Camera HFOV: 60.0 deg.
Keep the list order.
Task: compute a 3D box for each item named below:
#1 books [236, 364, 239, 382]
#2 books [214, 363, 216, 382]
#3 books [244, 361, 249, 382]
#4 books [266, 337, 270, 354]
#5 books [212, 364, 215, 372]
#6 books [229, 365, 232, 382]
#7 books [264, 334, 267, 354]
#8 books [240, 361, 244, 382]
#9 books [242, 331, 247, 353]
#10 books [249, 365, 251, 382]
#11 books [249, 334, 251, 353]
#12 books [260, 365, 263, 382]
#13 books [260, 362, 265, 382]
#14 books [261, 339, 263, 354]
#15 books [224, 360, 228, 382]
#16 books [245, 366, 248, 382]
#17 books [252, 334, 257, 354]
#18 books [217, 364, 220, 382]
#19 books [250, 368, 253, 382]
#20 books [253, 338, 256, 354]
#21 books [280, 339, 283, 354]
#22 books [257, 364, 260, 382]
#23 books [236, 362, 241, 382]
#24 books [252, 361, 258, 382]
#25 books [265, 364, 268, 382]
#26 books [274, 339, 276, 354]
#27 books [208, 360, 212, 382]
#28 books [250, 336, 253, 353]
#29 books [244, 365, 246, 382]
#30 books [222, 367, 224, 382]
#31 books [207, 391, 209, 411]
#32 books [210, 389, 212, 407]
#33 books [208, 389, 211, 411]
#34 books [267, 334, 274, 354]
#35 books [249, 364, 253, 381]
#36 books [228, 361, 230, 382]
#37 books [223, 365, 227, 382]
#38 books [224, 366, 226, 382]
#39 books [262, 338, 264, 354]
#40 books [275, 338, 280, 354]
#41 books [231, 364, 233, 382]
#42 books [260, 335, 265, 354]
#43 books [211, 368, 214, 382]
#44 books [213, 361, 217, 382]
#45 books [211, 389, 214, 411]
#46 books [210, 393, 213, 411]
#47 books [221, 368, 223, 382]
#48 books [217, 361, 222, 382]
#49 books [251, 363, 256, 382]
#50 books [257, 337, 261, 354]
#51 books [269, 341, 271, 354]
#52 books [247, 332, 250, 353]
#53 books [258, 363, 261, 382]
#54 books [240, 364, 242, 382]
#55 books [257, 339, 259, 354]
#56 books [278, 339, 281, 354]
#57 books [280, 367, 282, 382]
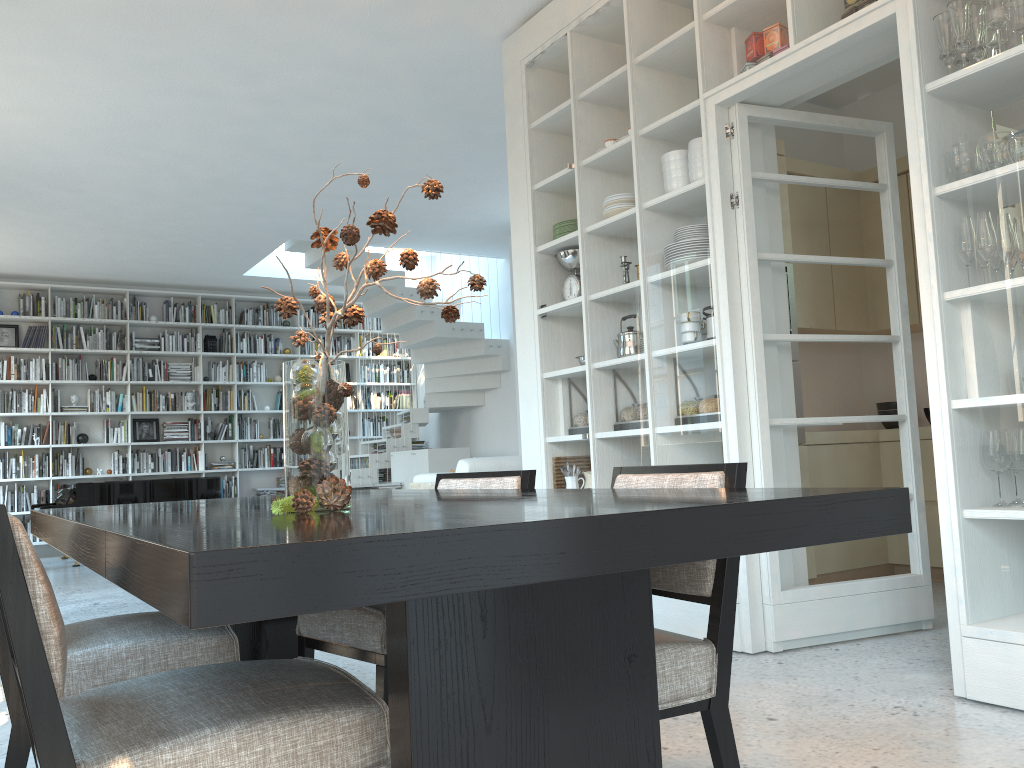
[{"bbox_3d":[-3.567,-0.125,11.478,0.030,0.242,0.138,0,-5,-32],"label":"books"},{"bbox_3d":[-3.805,-0.131,11.318,0.028,0.249,0.164,0,-5,-32],"label":"books"},{"bbox_3d":[-3.447,-0.146,11.520,0.014,0.280,0.177,0,-5,-32],"label":"books"},{"bbox_3d":[-3.241,-0.488,11.694,0.030,0.237,0.186,0,-5,-32],"label":"books"},{"bbox_3d":[-3.822,-0.127,11.313,0.024,0.242,0.159,0,-5,-32],"label":"books"},{"bbox_3d":[-3.638,-0.122,11.395,0.028,0.229,0.177,0,-5,-32],"label":"books"},{"bbox_3d":[-3.269,-0.509,11.700,0.012,0.285,0.159,0,-5,-32],"label":"books"},{"bbox_3d":[-3.512,-0.145,11.524,0.014,0.283,0.135,0,-5,-32],"label":"books"},{"bbox_3d":[-3.481,-0.523,11.551,0.014,0.306,0.152,0,-5,-32],"label":"books"},{"bbox_3d":[-3.434,-0.124,11.533,0.022,0.237,0.164,0,-5,-32],"label":"books"},{"bbox_3d":[-3.445,-0.506,11.596,0.012,0.276,0.133,0,-5,-32],"label":"books"},{"bbox_3d":[-3.298,-0.120,11.625,0.021,0.232,0.183,0,-5,-32],"label":"books"},{"bbox_3d":[-3.274,-0.141,11.629,0.024,0.272,0.169,0,-5,-32],"label":"books"},{"bbox_3d":[-3.302,-0.475,11.642,0.021,0.209,0.181,0,-5,-32],"label":"books"},{"bbox_3d":[-3.677,-0.152,11.396,0.028,0.293,0.154,0,-5,-32],"label":"books"},{"bbox_3d":[-3.473,-0.112,11.523,0.026,0.215,0.161,0,-5,-32],"label":"books"},{"bbox_3d":[-3.374,-0.510,11.635,0.013,0.284,0.154,0,-5,-32],"label":"books"},{"bbox_3d":[-3.767,-0.125,11.335,0.023,0.236,0.178,0,-5,-32],"label":"books"},{"bbox_3d":[-3.417,-0.102,11.551,0.025,0.194,0.171,0,-6,-32],"label":"books"},{"bbox_3d":[-3.391,-0.479,11.625,0.028,0.223,0.142,0,-5,-32],"label":"books"},{"bbox_3d":[-3.092,-0.480,11.811,0.026,0.229,0.140,0,-5,-32],"label":"books"},{"bbox_3d":[-3.336,-0.127,11.596,0.025,0.244,0.183,0,-5,-32],"label":"books"},{"bbox_3d":[-3.547,-0.144,11.487,0.014,0.278,0.154,0,-5,-32],"label":"books"},{"bbox_3d":[-3.367,-0.151,11.597,0.027,0.295,0.159,0,-5,-32],"label":"books"},{"bbox_3d":[-3.253,-0.129,11.668,0.034,0.254,0.161,0,-5,-32],"label":"books"},{"bbox_3d":[-3.170,-0.474,11.743,0.030,0.212,0.157,0,-5,-32],"label":"books"},{"bbox_3d":[-3.851,-0.149,11.299,0.018,0.285,0.159,0,-5,-32],"label":"books"},{"bbox_3d":[-3.415,-0.491,11.585,0.027,0.241,0.160,0,-5,-32],"label":"books"},{"bbox_3d":[-3.489,-0.123,11.512,0.013,0.236,0.157,0,-5,-32],"label":"books"},{"bbox_3d":[-3.718,-0.105,11.354,0.027,0.196,0.185,0,-6,-32],"label":"books"},{"bbox_3d":[-3.867,0.213,11.244,0.035,0.293,0.145,0,-5,-32],"label":"books"},{"bbox_3d":[-3.846,0.213,11.257,0.035,0.293,0.145,0,-5,-32],"label":"books"},{"bbox_3d":[-3.849,0.212,11.238,0.035,0.293,0.145,0,-5,-32],"label":"books"},{"bbox_3d":[-3.189,-0.512,11.718,0.029,0.285,0.183,0,-5,-32],"label":"books"},{"bbox_3d":[-3.407,-0.132,11.568,0.011,0.256,0.131,0,-5,-32],"label":"books"},{"bbox_3d":[-3.662,-0.144,11.402,0.025,0.277,0.173,0,-5,-32],"label":"books"},{"bbox_3d":[-3.689,-0.123,11.383,0.024,0.233,0.150,0,-5,-32],"label":"books"},{"bbox_3d":[-3.701,-0.112,11.366,0.029,0.211,0.158,0,-5,-32],"label":"books"},{"bbox_3d":[-3.297,-0.480,11.663,0.011,0.222,0.159,0,-5,-32],"label":"books"},{"bbox_3d":[-3.128,-0.486,11.757,0.054,0.235,0.171,0,-5,-32],"label":"books"},{"bbox_3d":[-3.630,-0.124,11.419,0.026,0.237,0.173,0,-5,-32],"label":"books"},{"bbox_3d":[-3.288,-0.501,11.672,0.012,0.264,0.156,0,-5,-32],"label":"books"},{"bbox_3d":[-3.826,-0.101,11.283,0.028,0.185,0.181,0,-6,-32],"label":"books"},{"bbox_3d":[-3.794,-0.144,11.328,0.019,0.275,0.146,0,-5,-32],"label":"books"},{"bbox_3d":[-3.808,0.212,11.266,0.019,0.294,0.164,0,-5,-32],"label":"books"},{"bbox_3d":[-3.823,0.243,11.258,0.015,0.231,0.180,0,-5,-32],"label":"books"},{"bbox_3d":[-3.733,-0.105,11.342,0.024,0.194,0.173,0,-6,-32],"label":"books"},{"bbox_3d":[-3.742,-0.146,11.327,0.028,0.275,0.187,0,-5,-32],"label":"books"},{"bbox_3d":[-3.376,-0.138,11.559,0.030,0.263,0.182,0,-5,-32],"label":"books"},{"bbox_3d":[-3.329,-0.487,11.644,0.023,0.236,0.149,0,-5,-32],"label":"books"},{"bbox_3d":[-3.217,-0.459,11.710,0.027,0.181,0.176,0,-6,-32],"label":"books"},{"bbox_3d":[-3.456,-0.516,11.582,0.021,0.295,0.138,0,-5,-32],"label":"books"},{"bbox_3d":[-3.326,-0.133,11.626,0.024,0.262,0.133,0,-5,-32],"label":"books"},{"bbox_3d":[-3.525,-0.130,11.479,0.014,0.247,0.176,0,-5,-32],"label":"books"},{"bbox_3d":[-3.355,-0.476,11.641,0.025,0.216,0.144,0,-5,-32],"label":"books"},{"bbox_3d":[-3.113,-0.476,11.776,0.048,0.216,0.182,0,-5,-32],"label":"books"},{"bbox_3d":[-3.054,-0.111,11.793,0.015,0.220,0.140,0,-5,-32],"label":"books"}]
